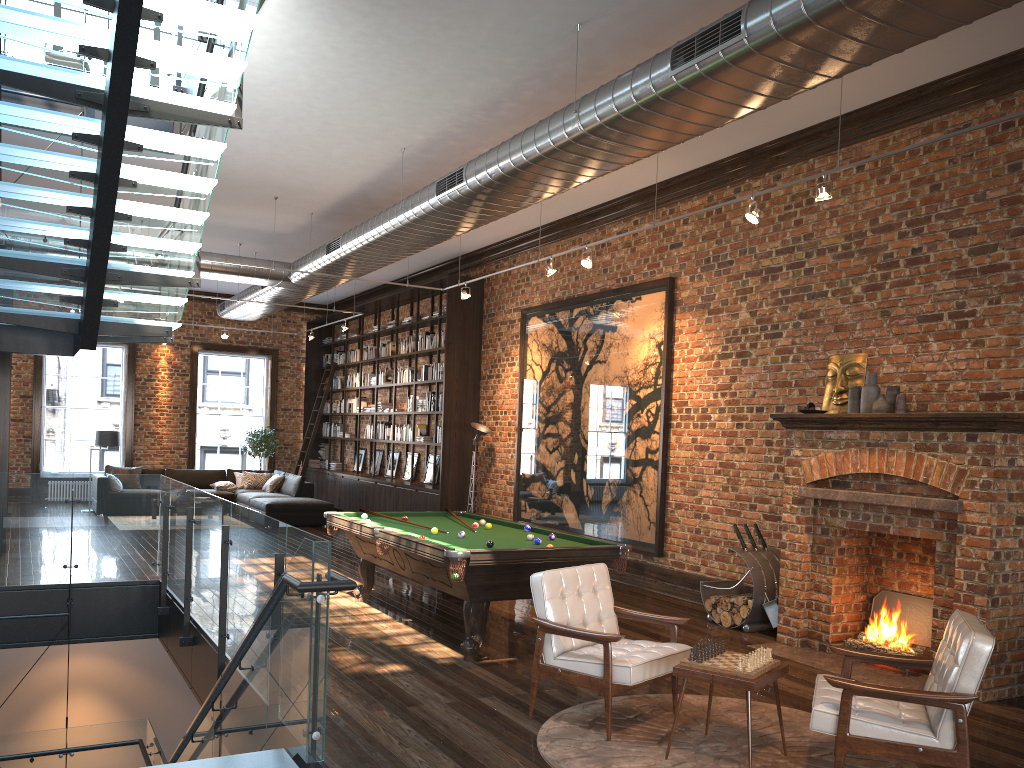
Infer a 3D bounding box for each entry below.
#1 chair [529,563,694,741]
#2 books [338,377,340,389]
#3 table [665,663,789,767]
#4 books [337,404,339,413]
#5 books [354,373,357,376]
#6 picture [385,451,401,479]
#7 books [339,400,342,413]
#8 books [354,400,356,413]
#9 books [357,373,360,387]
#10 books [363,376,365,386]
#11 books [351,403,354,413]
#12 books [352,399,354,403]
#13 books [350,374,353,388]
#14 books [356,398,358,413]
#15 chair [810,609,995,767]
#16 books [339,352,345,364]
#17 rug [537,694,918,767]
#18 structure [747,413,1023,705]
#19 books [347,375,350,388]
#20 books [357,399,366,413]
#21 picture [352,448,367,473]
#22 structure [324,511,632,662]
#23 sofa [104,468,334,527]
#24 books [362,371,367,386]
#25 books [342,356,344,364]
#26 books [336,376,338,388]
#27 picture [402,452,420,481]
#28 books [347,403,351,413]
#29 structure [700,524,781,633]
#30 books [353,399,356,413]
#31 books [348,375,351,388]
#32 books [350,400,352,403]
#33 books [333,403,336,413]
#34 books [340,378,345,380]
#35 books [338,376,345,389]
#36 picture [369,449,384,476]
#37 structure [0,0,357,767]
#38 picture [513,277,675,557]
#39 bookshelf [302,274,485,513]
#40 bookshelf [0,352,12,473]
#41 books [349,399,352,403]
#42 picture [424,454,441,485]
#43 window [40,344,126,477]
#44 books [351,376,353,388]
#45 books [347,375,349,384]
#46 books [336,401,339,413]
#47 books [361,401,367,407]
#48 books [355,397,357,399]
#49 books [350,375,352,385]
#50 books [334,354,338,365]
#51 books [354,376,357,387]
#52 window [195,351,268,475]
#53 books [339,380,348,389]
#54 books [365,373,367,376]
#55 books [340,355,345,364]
[{"bbox_3d":[0.577,1.529,5.175,0.740,0.866,0.769,2,-1,41],"label":"chair"},{"bbox_3d":[-3.583,-0.006,18.777,0.183,0.254,0.046,2,1,-29],"label":"books"},{"bbox_3d":[1.120,1.697,4.579,0.462,0.495,0.517,2,-1,36],"label":"table"},{"bbox_3d":[-3.619,0.529,18.825,0.175,0.195,0.031,3,1,-29],"label":"books"},{"bbox_3d":[-3.105,-0.070,17.926,0.171,0.315,0.013,2,1,-29],"label":"books"},{"bbox_3d":[-2.200,1.481,16.353,0.112,0.498,0.507,2,-1,-29],"label":"picture"},{"bbox_3d":[-3.562,0.484,18.730,0.164,0.278,0.013,2,1,-29],"label":"books"},{"bbox_3d":[-3.088,0.463,17.860,0.184,0.252,0.014,2,1,-29],"label":"books"},{"bbox_3d":[-2.994,-0.063,17.728,0.178,0.286,0.087,2,1,-29],"label":"books"},{"bbox_3d":[-2.824,-0.040,17.428,0.182,0.218,0.034,3,1,-29],"label":"books"},{"bbox_3d":[-3.189,0.493,18.070,0.186,0.208,0.017,3,1,-29],"label":"books"},{"bbox_3d":[-3.181,0.456,18.091,0.159,0.285,0.014,2,1,-29],"label":"books"},{"bbox_3d":[-3.211,-0.046,18.140,0.174,0.286,0.091,2,1,-29],"label":"books"},{"bbox_3d":[-3.034,0.440,17.789,0.177,0.292,0.013,2,1,-29],"label":"books"},{"bbox_3d":[1.828,1.521,4.241,0.740,0.866,0.769,2,-1,21],"label":"chair"},{"bbox_3d":[-3.572,-0.525,18.770,0.191,0.280,0.017,2,1,-29],"label":"books"},{"bbox_3d":[1.117,1.943,4.724,1.973,0.015,1.969,4,-4,-27],"label":"rug"},{"bbox_3d":[2.769,1.182,6.623,0.888,1.908,1.997,2,-1,-29],"label":"structure"},{"bbox_3d":[-3.301,-0.035,18.294,0.174,0.280,0.128,2,1,-29],"label":"books"},{"bbox_3d":[-3.008,0.440,17.728,0.189,0.287,0.013,2,1,-29],"label":"books"},{"bbox_3d":[-3.086,1.544,17.947,0.112,0.498,0.507,2,-1,-29],"label":"picture"},{"bbox_3d":[-0.463,1.645,7.652,1.555,0.852,2.954,4,-3,-29],"label":"structure"},{"bbox_3d":[-5.343,1.960,15.618,3.506,0.804,3.447,4,-4,-29],"label":"sofa"},{"bbox_3d":[-2.862,-0.086,17.493,0.183,0.314,0.013,2,1,-29],"label":"books"},{"bbox_3d":[-3.491,-0.484,18.667,0.171,0.195,0.083,3,0,-29],"label":"books"},{"bbox_3d":[-3.665,-0.019,18.932,0.184,0.293,0.006,2,1,-29],"label":"books"},{"bbox_3d":[-1.776,1.451,15.591,0.112,0.498,0.507,2,-1,-29],"label":"picture"},{"bbox_3d":[-3.240,0.496,18.106,0.236,0.202,0.046,3,1,-29],"label":"books"},{"bbox_3d":[2.176,1.726,7.949,0.538,0.920,0.926,2,-1,-29],"label":"structure"},{"bbox_3d":[-3.110,0.449,17.912,0.184,0.284,0.011,2,1,-29],"label":"books"},{"bbox_3d":[-3.274,-0.039,18.240,0.174,0.283,0.113,2,1,-29],"label":"books"},{"bbox_3d":[-3.238,0.469,18.155,0.178,0.264,0.041,2,1,-29],"label":"books"},{"bbox_3d":[-3.715,0.519,18.961,0.232,0.225,0.024,3,1,-29],"label":"books"},{"bbox_3d":[-3.554,-0.003,18.741,0.166,0.250,0.079,2,1,-29],"label":"books"},{"bbox_3d":[-3.587,-0.018,18.805,0.191,0.281,0.006,2,1,-29],"label":"books"},{"bbox_3d":[-2.609,1.510,17.089,0.112,0.498,0.507,2,-1,-29],"label":"picture"},{"bbox_3d":[-3.310,0.053,5.339,3.580,14.510,7.031,2,1,-29],"label":"structure"},{"bbox_3d":[0.876,0.416,10.889,0.080,3.004,3.197,1,-1,-29],"label":"picture"},{"bbox_3d":[-2.550,0.526,16.525,0.601,4.002,7.402,1,-2,-29],"label":"bookshelf"},{"bbox_3d":[-6.484,0.284,11.049,0.401,3.520,1.779,1,1,-29],"label":"bookshelf"},{"bbox_3d":[-3.251,0.457,18.186,0.169,0.290,0.026,2,1,-29],"label":"books"},{"bbox_3d":[-1.314,1.419,14.759,0.112,0.498,0.507,2,-1,-29],"label":"picture"},{"bbox_3d":[-8.601,0.533,17.805,1.522,2.756,0.154,2,1,-29],"label":"window"},{"bbox_3d":[-3.183,-0.035,18.059,0.175,0.256,0.027,2,1,-29],"label":"books"},{"bbox_3d":[-3.319,-0.032,18.345,0.174,0.280,0.128,2,1,-29],"label":"books"},{"bbox_3d":[-3.658,0.499,18.912,0.180,0.263,0.015,2,1,-29],"label":"books"},{"bbox_3d":[-2.968,0.467,17.692,0.148,0.233,0.036,2,1,-29],"label":"books"},{"bbox_3d":[-3.096,0.434,17.932,0.155,0.318,0.013,2,1,-29],"label":"books"},{"bbox_3d":[-3.237,-0.043,18.216,0.174,0.286,0.091,2,1,-29],"label":"books"},{"bbox_3d":[-3.691,-0.505,18.948,0.235,0.252,0.028,3,1,-29],"label":"books"},{"bbox_3d":[-3.093,-0.034,17.907,0.181,0.242,0.035,2,1,-29],"label":"books"},{"bbox_3d":[-6.102,0.714,19.197,1.522,2.756,0.154,2,1,-29],"label":"window"},{"bbox_3d":[-3.552,0.016,18.720,0.185,0.210,0.069,3,1,-29],"label":"books"},{"bbox_3d":[-2.819,-0.074,17.463,0.146,0.291,0.026,2,1,-29],"label":"books"},{"bbox_3d":[-3.528,-0.495,18.705,0.173,0.214,0.024,3,1,-29],"label":"books"}]
